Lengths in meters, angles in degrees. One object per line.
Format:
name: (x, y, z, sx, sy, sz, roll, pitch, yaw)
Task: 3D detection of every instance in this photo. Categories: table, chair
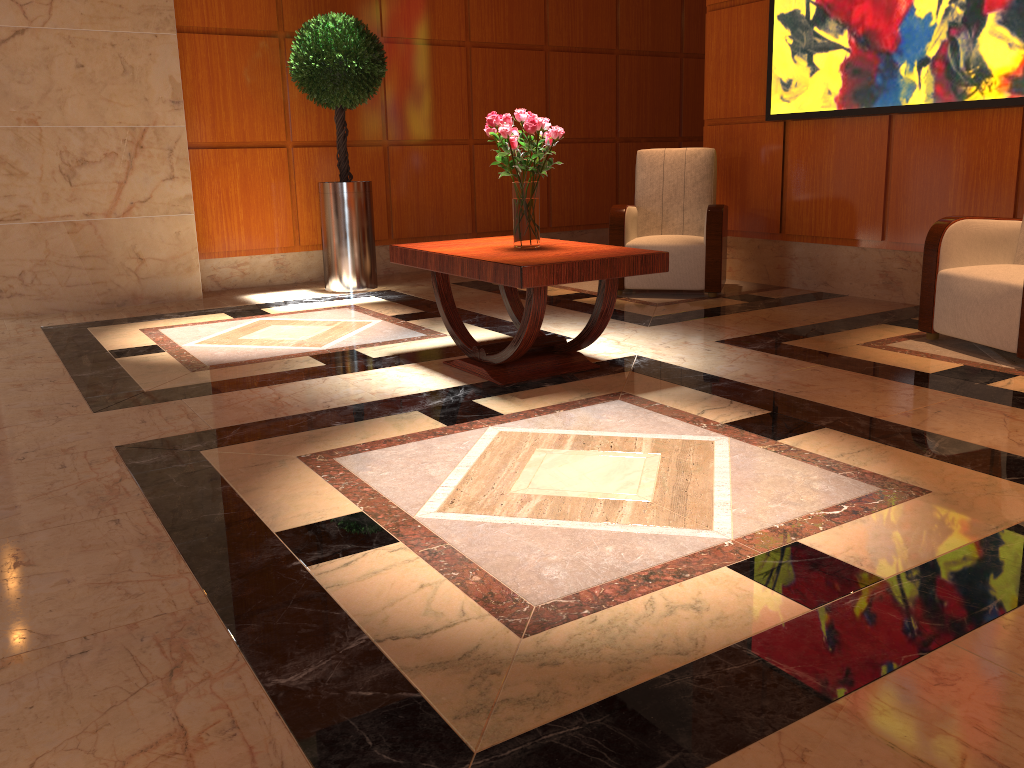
table: (0.036, -0.344, 3.986, 0.727, 0.529, 1.174, -10, 16, -31)
chair: (2.376, -0.634, 4.014, 0.629, 0.953, 0.743, -4, 13, -13)
chair: (1.078, -1.117, 6.034, 0.738, 0.953, 0.633, 3, 13, 17)

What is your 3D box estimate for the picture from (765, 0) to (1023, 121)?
picture: (2.250, -2.430, 5.009, 0.057, 1.722, 2.008, -9, 15, -31)

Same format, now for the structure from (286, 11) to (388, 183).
structure: (-1.231, -1.805, 6.428, 0.723, 1.698, 0.726, 8, 15, 35)

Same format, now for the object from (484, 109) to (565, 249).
object: (0.055, -0.894, 3.870, 0.327, 0.591, 0.353, -4, 13, -11)
